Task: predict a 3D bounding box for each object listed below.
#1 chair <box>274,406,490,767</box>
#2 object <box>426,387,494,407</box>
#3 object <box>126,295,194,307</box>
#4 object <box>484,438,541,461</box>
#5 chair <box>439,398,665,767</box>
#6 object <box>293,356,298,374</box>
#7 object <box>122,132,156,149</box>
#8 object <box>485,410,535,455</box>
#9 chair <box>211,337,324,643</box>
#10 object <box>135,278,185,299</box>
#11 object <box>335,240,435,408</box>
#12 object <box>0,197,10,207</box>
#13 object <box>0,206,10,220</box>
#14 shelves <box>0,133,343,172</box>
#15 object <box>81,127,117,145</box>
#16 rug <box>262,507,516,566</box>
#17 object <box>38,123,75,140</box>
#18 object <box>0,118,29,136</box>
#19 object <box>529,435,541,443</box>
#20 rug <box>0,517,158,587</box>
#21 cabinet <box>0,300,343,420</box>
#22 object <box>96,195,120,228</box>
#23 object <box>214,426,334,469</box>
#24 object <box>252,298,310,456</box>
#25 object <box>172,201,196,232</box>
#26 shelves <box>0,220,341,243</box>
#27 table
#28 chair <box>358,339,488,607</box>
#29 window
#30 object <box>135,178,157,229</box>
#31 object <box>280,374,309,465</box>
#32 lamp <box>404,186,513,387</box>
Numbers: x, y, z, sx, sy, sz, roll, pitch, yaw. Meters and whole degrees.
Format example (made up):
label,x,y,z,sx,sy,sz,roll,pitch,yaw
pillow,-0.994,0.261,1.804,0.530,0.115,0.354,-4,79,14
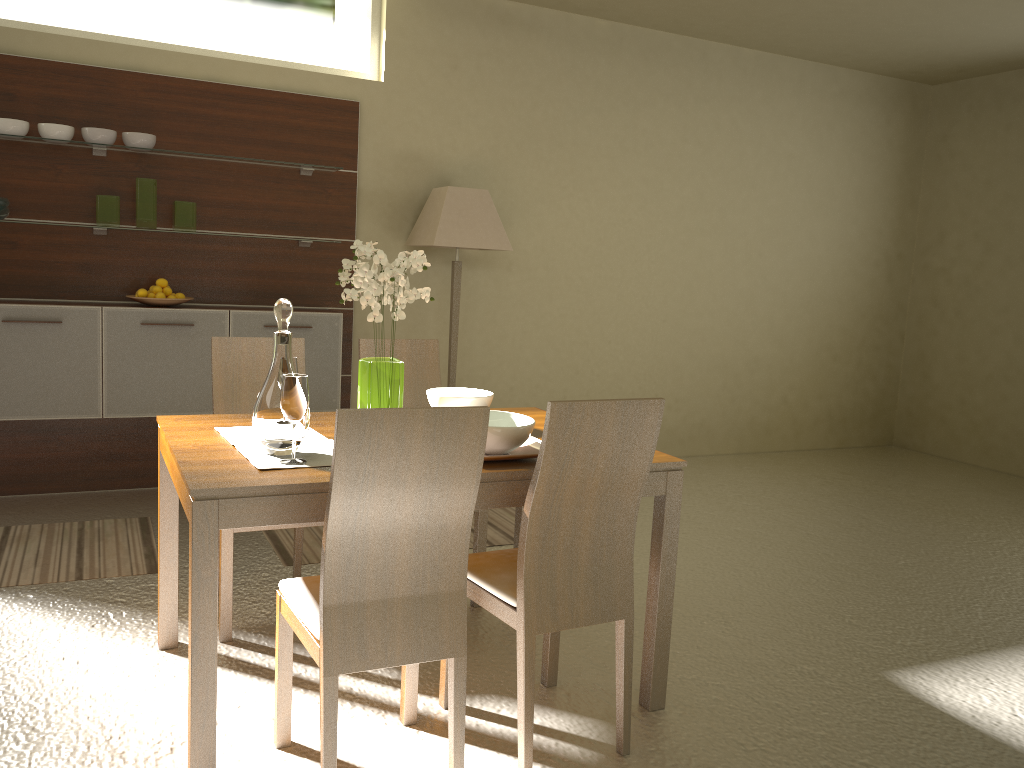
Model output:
label,x,y,z,sx,sy,sz,roll,pitch,yaw
chair,-0.344,0.523,2.253,0.404,1.017,0.507,0,8,-25
object,-0.181,0.077,3.074,0.233,0.101,0.233,-3,9,-37
object,-1.866,-0.437,4.705,0.337,0.053,0.337,4,7,5
object,-0.053,0.187,2.606,0.283,0.041,0.283,-1,8,-26
chair,0.101,0.510,2.536,0.404,1.017,0.507,-1,8,-29
object,-0.709,0.030,2.780,0.075,0.232,0.075,6,8,22
object,-1.933,-1.254,4.597,0.163,0.077,0.163,6,8,22
object,-0.050,0.148,2.599,0.233,0.107,0.232,1,8,-15
chair,-0.909,0.354,3.312,0.404,1.017,0.507,-1,8,-26
object,-1.875,-0.490,4.685,0.230,0.139,0.259,8,9,33
object,-0.398,-0.127,2.686,0.302,0.608,0.304,0,8,-23
object,-2.605,-0.878,4.306,0.288,0.068,0.288,6,8,22
object,-2.607,-0.836,4.312,0.288,0.068,0.288,6,8,22
shelves,-2.105,-1.212,4.530,2.463,0.008,0.255,-1,8,-26
object,-2.097,-1.251,4.505,0.163,0.077,0.163,6,8,22
rug,-0.446,0.726,4.578,1.613,0.010,0.843,-1,8,-26
object,-2.278,-1.251,4.433,0.163,0.077,0.163,5,8,15
object,-2.452,-1.248,4.335,0.163,0.077,0.163,6,8,22
object,-0.100,0.157,2.936,0.287,0.010,0.589,0,8,-23
rug,-2.368,0.731,3.732,1.613,0.007,0.842,0,8,-25
cabinet,-2.137,-0.128,4.618,2.463,0.570,0.372,-1,8,-26
object,-2.081,-0.888,4.567,0.112,0.160,0.111,-1,8,-26
object,-0.661,0.173,2.583,0.287,0.010,0.589,-1,8,-29
object,-0.630,-0.021,2.429,0.156,0.426,0.156,5,8,15
object,-1.751,-0.893,4.740,0.111,0.160,0.112,-1,8,-26
shelves,-2.127,-0.807,4.582,2.463,0.008,0.255,-1,8,-26
table,-0.346,0.559,2.850,1.411,0.790,1.000,-1,8,-26
chair,-0.383,0.347,3.582,0.404,1.017,0.507,-1,8,-28
window,-1.263,-0.494,2.019,4.466,3.000,6.429,-1,8,-28
object,-1.911,-0.940,4.630,0.099,0.259,0.099,-1,8,-26
object,-0.574,0.092,2.338,0.075,0.232,0.075,6,8,22
lamp,-0.354,-0.273,5.373,0.499,1.782,0.499,-1,8,-26
